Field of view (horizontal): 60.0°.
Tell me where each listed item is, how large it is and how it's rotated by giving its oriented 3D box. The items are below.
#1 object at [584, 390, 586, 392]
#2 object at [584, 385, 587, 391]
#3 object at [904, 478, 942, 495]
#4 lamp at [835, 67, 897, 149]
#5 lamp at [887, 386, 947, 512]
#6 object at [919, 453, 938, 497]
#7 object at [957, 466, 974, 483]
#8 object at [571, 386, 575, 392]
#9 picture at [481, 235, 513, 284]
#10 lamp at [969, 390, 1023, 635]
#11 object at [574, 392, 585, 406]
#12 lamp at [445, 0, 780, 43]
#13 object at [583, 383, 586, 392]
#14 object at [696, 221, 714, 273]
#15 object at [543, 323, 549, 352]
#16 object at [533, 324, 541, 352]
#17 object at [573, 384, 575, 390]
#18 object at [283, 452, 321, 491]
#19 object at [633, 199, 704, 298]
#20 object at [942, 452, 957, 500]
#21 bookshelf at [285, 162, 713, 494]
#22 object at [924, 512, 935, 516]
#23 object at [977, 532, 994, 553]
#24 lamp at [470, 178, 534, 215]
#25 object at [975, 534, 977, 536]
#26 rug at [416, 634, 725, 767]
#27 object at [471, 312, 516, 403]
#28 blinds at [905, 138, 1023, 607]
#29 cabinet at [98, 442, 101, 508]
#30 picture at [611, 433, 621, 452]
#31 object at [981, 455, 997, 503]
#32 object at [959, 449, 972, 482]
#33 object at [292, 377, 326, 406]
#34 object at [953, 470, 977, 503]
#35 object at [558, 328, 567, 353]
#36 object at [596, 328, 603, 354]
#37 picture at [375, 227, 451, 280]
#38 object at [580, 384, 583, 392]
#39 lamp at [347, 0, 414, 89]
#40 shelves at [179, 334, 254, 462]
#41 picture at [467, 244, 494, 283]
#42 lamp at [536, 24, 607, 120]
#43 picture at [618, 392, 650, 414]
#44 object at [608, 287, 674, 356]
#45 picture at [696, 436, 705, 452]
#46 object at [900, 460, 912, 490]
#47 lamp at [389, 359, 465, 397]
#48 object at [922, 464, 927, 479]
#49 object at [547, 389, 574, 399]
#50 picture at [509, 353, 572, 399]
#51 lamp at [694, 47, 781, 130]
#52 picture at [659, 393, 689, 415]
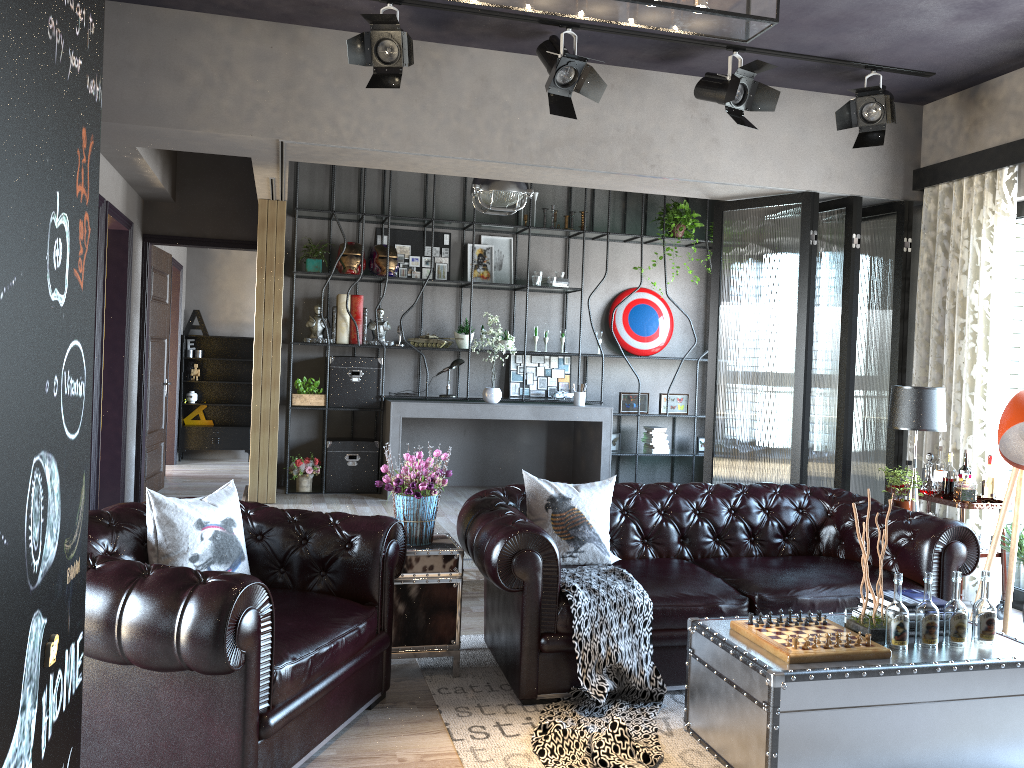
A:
[{"bbox_3d":[0.683,0.125,8.617,0.068,0.159,0.009,2,1,-1],"label":"object"},{"bbox_3d":[0.698,0.091,8.636,0.062,0.169,0.009,2,1,-15],"label":"object"},{"bbox_3d":[2.761,0.692,5.954,0.245,0.092,0.151,3,1,26],"label":"object"},{"bbox_3d":[2.327,-1.766,5.710,0.359,0.519,0.561,3,1,35],"label":"lamp"},{"bbox_3d":[2.456,0.432,5.403,0.333,0.832,0.333,2,1,-12],"label":"lamp"},{"bbox_3d":[2.733,0.595,5.808,0.114,0.292,0.114,2,1,13],"label":"object"},{"bbox_3d":[2.976,0.622,5.825,0.067,0.257,0.099,2,1,-10],"label":"object"},{"bbox_3d":[0.634,0.109,8.630,0.137,0.190,0.009,2,1,-12],"label":"object"},{"bbox_3d":[-0.153,-1.242,8.985,0.332,0.514,0.119,2,1,-15],"label":"picture"},{"bbox_3d":[3.209,0.747,5.684,0.583,1.456,3.831,3,1,28],"label":"lamp"},{"bbox_3d":[0.656,0.146,8.622,0.110,0.137,0.110,2,1,-5],"label":"object"},{"bbox_3d":[0.345,-1.880,3.146,1.277,1.108,0.228,2,1,-15],"label":"lamp"},{"bbox_3d":[0.696,0.083,8.649,0.052,0.185,0.009,2,1,-13],"label":"object"},{"bbox_3d":[2.107,-1.401,9.157,0.444,0.633,0.401,2,1,4],"label":"object"},{"bbox_3d":[0.347,-0.475,9.109,0.113,0.302,0.113,2,1,4],"label":"object"},{"bbox_3d":[0.234,-0.457,8.771,0.113,0.275,0.113,2,1,-11],"label":"object"},{"bbox_3d":[0.618,0.099,8.640,0.046,0.202,0.023,2,1,21],"label":"object"},{"bbox_3d":[-1.955,0.810,8.264,0.345,0.362,0.332,2,1,-11],"label":"object"},{"bbox_3d":[1.583,-1.371,9.023,0.720,1.025,0.650,2,1,4],"label":"object"},{"bbox_3d":[2.837,0.595,5.748,0.081,0.307,0.081,3,1,25],"label":"object"},{"bbox_3d":[0.091,-0.564,8.868,4.482,3.282,0.526,2,1,-15],"label":"bookshelf"},{"bbox_3d":[2.863,0.968,6.114,0.087,0.155,0.087,2,1,-2],"label":"object"},{"bbox_3d":[2.992,1.004,5.605,0.095,0.119,0.095,2,1,3],"label":"object"},{"bbox_3d":[-0.118,-1.989,7.325,0.534,1.149,0.515,2,1,-37],"label":"lamp"},{"bbox_3d":[2.867,1.000,5.569,0.095,0.119,0.095,2,1,3],"label":"object"},{"bbox_3d":[0.920,1.428,3.944,2.474,0.003,2.255,2,2,-15],"label":"rug"},{"bbox_3d":[-0.156,-0.248,8.281,0.420,0.852,0.398,3,1,32],"label":"object"},{"bbox_3d":[3.389,-0.011,4.865,0.200,2.974,3.411,2,1,-15],"label":"blinds"},{"bbox_3d":[-4.239,0.750,7.583,1.432,0.750,0.408,2,1,-15],"label":"cabinet"},{"bbox_3d":[1.028,0.595,9.088,0.172,0.190,0.036,2,1,-15],"label":"picture"},{"bbox_3d":[3.039,0.604,5.644,0.081,0.308,0.081,2,1,-23],"label":"object"},{"bbox_3d":[2.916,0.586,5.705,0.080,0.329,0.080,2,1,-24],"label":"object"},{"bbox_3d":[-1.872,0.064,8.198,0.304,0.265,0.180,2,1,-15],"label":"object"},{"bbox_3d":[2.823,0.645,5.524,0.101,0.211,0.101,2,1,0],"label":"object"},{"bbox_3d":[0.505,-0.435,8.881,0.113,0.246,0.113,2,1,4],"label":"object"},{"bbox_3d":[0.894,-0.438,9.114,0.113,0.270,0.113,2,1,-26],"label":"object"},{"bbox_3d":[-0.978,-1.277,8.801,0.749,0.503,0.058,2,1,-15],"label":"picture"},{"bbox_3d":[0.677,0.101,8.663,0.023,0.204,0.037,3,1,25],"label":"object"},{"bbox_3d":[-0.681,-1.864,4.933,0.359,0.512,0.559,2,1,5],"label":"lamp"},{"bbox_3d":[-3.963,0.193,11.946,0.911,1.677,0.353,2,1,-15],"label":"shelves"},{"bbox_3d":[-0.316,-1.195,8.900,0.267,0.414,0.101,2,1,-15],"label":"picture"},{"bbox_3d":[0.311,-1.826,5.194,0.359,0.525,0.540,2,1,-30],"label":"lamp"},{"bbox_3d":[1.242,0.193,9.027,0.313,0.212,0.049,2,1,-15],"label":"picture"},{"bbox_3d":[1.370,-0.659,9.380,0.751,0.739,0.185,2,1,-14],"label":"object"},{"bbox_3d":[2.020,0.639,9.367,0.137,0.165,0.032,2,1,-15],"label":"picture"},{"bbox_3d":[2.730,0.629,6.107,0.087,0.206,0.087,2,1,10],"label":"object"},{"bbox_3d":[-0.822,-0.073,8.657,0.740,0.371,0.205,2,1,10],"label":"lamp"},{"bbox_3d":[2.861,0.649,6.129,0.052,0.182,0.135,2,1,22],"label":"object"},{"bbox_3d":[0.530,0.100,9.004,0.379,0.111,0.351,3,2,18],"label":"object"},{"bbox_3d":[0.294,-0.080,9.123,0.665,0.447,0.051,2,1,-15],"label":"picture"},{"bbox_3d":[1.350,-1.805,5.463,0.359,0.503,0.554,2,1,-35],"label":"lamp"},{"bbox_3d":[1.669,0.205,9.138,0.313,0.212,0.048,2,1,-15],"label":"picture"}]
